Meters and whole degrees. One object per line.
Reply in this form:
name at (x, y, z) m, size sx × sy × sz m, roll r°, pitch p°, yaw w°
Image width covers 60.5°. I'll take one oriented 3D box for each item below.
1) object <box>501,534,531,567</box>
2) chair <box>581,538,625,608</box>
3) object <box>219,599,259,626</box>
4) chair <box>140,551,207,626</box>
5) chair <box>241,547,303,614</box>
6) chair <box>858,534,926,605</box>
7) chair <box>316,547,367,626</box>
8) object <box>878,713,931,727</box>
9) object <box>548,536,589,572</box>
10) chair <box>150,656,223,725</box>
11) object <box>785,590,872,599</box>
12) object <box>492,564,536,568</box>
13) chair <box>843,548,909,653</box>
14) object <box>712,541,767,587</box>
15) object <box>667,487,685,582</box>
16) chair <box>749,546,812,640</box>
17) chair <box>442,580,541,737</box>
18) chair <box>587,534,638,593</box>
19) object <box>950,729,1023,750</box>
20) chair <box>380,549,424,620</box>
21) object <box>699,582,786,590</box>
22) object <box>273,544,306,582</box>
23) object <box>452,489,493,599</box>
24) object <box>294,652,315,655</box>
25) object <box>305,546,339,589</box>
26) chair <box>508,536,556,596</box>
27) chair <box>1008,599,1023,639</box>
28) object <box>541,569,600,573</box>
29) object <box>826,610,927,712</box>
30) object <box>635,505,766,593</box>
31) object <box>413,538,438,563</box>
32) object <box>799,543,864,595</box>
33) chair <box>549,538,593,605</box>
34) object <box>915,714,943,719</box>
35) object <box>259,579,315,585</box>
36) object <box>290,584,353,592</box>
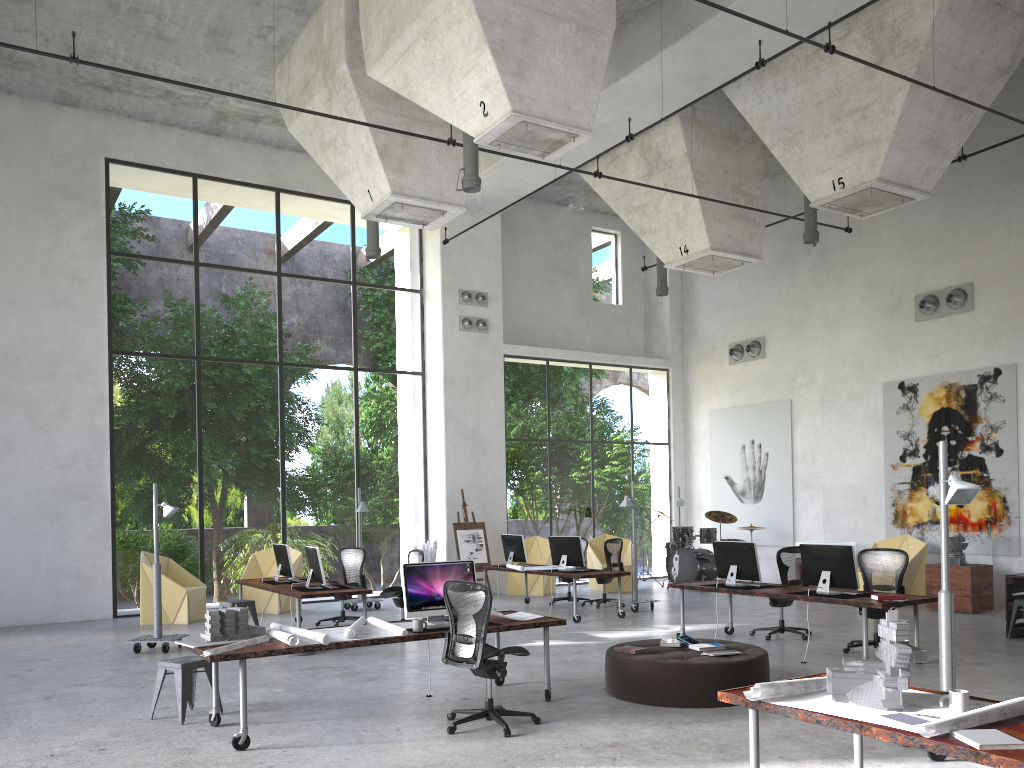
object at (0.103, 2.894, 15.280) m, size 0.377 × 0.551 × 0.719 m, roll 0°, pitch -5°, yaw -30°
chair at (1.591, 3.271, 15.272) m, size 0.793 × 1.182 × 0.773 m, roll -2°, pitch -3°, yaw 22°
object at (-3.787, 3.260, 12.120) m, size 0.458 × 0.530 × 0.476 m, roll -4°, pitch -5°, yaw 43°
chair at (-5.540, 3.280, 14.223) m, size 0.934 × 1.166 × 0.985 m, roll -1°, pitch -3°, yaw 4°
chair at (-4.241, 3.431, 15.481) m, size 0.980 × 1.166 × 0.939 m, roll -2°, pitch -3°, yaw 14°
chair at (6.406, 3.124, 14.781) m, size 0.934 × 1.166 × 0.985 m, roll 1°, pitch -4°, yaw -33°
chair at (-2.567, 3.096, 13.449) m, size 0.771 × 1.182 × 0.795 m, roll -2°, pitch -3°, yaw 22°
object at (1.827, 1.558, 4.077) m, size 0.134 × 0.008 × 0.205 m, roll 2°, pitch -9°, yaw -20°
object at (0.921, 2.692, 13.959) m, size 0.377 × 0.551 × 0.718 m, roll 1°, pitch -5°, yaw -40°
chair at (-2.799, 2.613, 7.549) m, size 0.421 × 0.488 × 0.439 m, roll -3°, pitch -4°, yaw 31°
object at (3.561, 2.325, 9.708) m, size 0.688 × 0.008 × 0.855 m, roll 4°, pitch -9°, yaw -30°
object at (0.112, 3.177, 15.280) m, size 0.688 × 0.008 × 0.855 m, roll 4°, pitch -9°, yaw -30°
chair at (4.227, 2.492, 10.106) m, size 0.772 × 1.182 × 0.795 m, roll -2°, pitch -3°, yaw 27°
object at (2.832, 2.220, 10.873) m, size 0.377 × 0.551 × 0.719 m, roll 0°, pitch -5°, yaw -30°
object at (3.779, 3.388, 19.812) m, size 0.579 × 2.148 × 0.597 m, roll -1°, pitch -1°, yaw 3°
chair at (3.473, 2.686, 11.381) m, size 0.795 × 1.182 × 0.771 m, roll -3°, pitch -3°, yaw 42°
chair at (-0.220, 2.152, 7.065) m, size 0.772 × 1.182 × 0.794 m, roll -3°, pitch -3°, yaw 32°
chair at (2.066, 3.670, 18.055) m, size 0.979 × 1.166 × 0.940 m, roll 0°, pitch -3°, yaw -12°
object at (2.003, 1.497, 3.700) m, size 0.200 × 0.023 × 0.237 m, roll -1°, pitch -8°, yaw -1°
chair at (-1.506, 2.905, 12.244) m, size 0.793 × 1.182 × 0.773 m, roll 1°, pitch -3°, yaw -43°
object at (2.841, 2.503, 10.872) m, size 0.688 × 0.008 × 0.855 m, roll 4°, pitch -9°, yaw -30°
object at (-3.291, 2.630, 12.933) m, size 0.377 × 0.551 × 0.719 m, roll 0°, pitch -5°, yaw -30°
object at (-0.831, 3.092, 16.987) m, size 0.693 × 2.140 × 0.686 m, roll -1°, pitch -1°, yaw -31°
object at (-2.576, 3.163, 10.789) m, size 0.295 × 0.297 × 0.400 m, roll 2°, pitch -6°, yaw -38°
object at (-2.559, 2.449, 11.746) m, size 0.377 × 0.551 × 0.720 m, roll 0°, pitch -5°, yaw -25°
chair at (0.385, 3.647, 17.657) m, size 0.980 × 1.166 × 0.938 m, roll -2°, pitch -3°, yaw 17°
chair at (6.323, 2.868, 10.635) m, size 0.420 × 0.488 × 0.440 m, roll -1°, pitch -4°, yaw 3°
object at (0.930, 2.975, 13.959) m, size 0.689 × 0.008 × 0.854 m, roll 6°, pitch -10°, yaw -40°
object at (1.820, 1.386, 4.414) m, size 0.361 × 0.519 × 0.496 m, roll -1°, pitch -4°, yaw 4°
object at (3.954, 3.371, 18.283) m, size 2.986 × 1.737 × 1.885 m, roll -7°, pitch -7°, yaw 42°
object at (-1.659, 3.599, 17.063) m, size 0.441 × 1.207 × 0.412 m, roll -2°, pitch -1°, yaw 36°
object at (3.553, 2.042, 9.708) m, size 0.377 × 0.551 × 0.719 m, roll 0°, pitch -5°, yaw -30°
chair at (1.052, 3.342, 15.701) m, size 0.771 × 1.182 × 0.796 m, roll -1°, pitch -3°, yaw 7°
object at (1.960, 1.562, 4.130) m, size 0.127 × 0.010 × 0.011 m, roll -9°, pitch -9°, yaw 44°
object at (-3.282, 2.913, 12.932) m, size 0.688 × 0.008 × 0.855 m, roll 4°, pitch -9°, yaw -30°
object at (-2.550, 2.732, 11.746) m, size 0.687 × 0.008 × 0.856 m, roll 3°, pitch -9°, yaw -25°
